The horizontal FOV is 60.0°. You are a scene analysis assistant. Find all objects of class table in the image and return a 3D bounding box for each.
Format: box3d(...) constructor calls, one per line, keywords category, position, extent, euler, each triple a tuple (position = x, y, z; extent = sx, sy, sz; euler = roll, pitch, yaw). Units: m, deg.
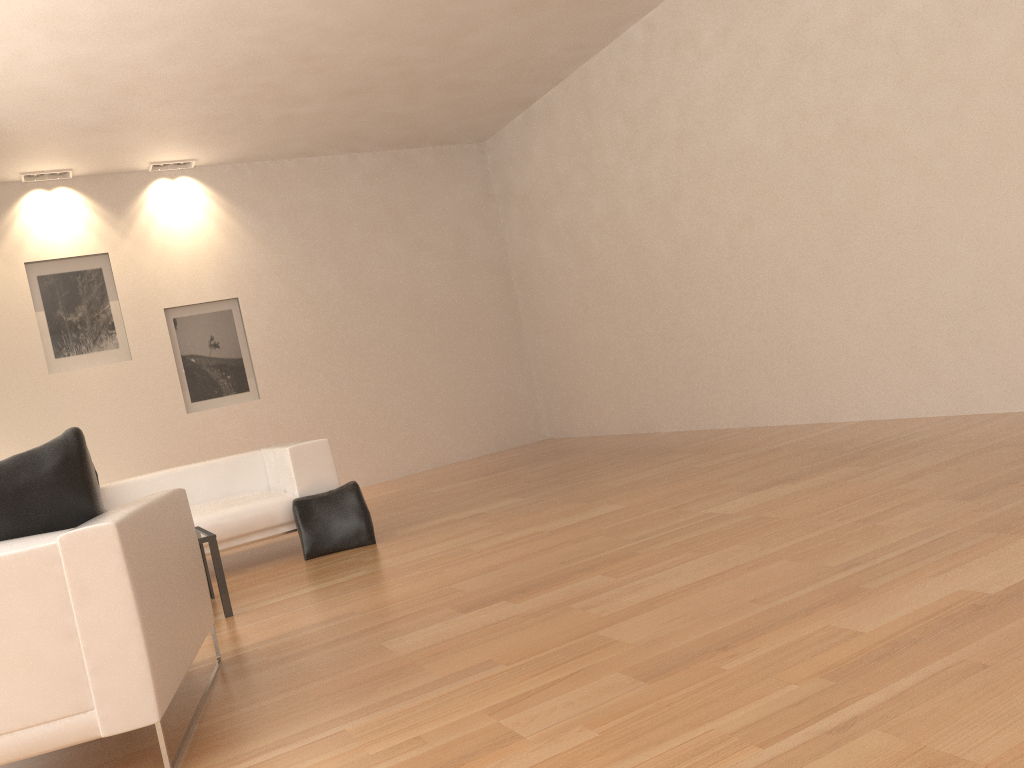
box3d(category="table", position=(-2.298, 1.174, 4.487), extent=(1.566, 0.460, 0.709), euler=(-13, 1, -27))

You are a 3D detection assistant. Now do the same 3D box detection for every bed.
box3d(category="bed", position=(-2.776, 1.071, 5.982), extent=(3.075, 0.761, 1.262), euler=(-13, 1, -27))

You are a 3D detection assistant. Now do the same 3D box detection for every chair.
box3d(category="chair", position=(-1.940, 0.935, 2.926), extent=(1.671, 0.761, 1.262), euler=(-12, 1, -12))

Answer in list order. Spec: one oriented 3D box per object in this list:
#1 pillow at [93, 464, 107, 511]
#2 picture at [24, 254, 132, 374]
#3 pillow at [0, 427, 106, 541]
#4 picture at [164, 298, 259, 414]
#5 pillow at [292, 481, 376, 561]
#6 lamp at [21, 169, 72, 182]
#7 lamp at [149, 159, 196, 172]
box3d(category="pillow", position=(-3.104, 0.821, 6.029), extent=(0.628, 0.524, 0.270), euler=(-13, 1, -43))
box3d(category="picture", position=(-4.334, -0.710, 8.878), extent=(0.802, 1.155, 0.005), euler=(-13, 1, -27))
box3d(category="pillow", position=(-1.528, 0.501, 2.878), extent=(0.506, 0.666, 0.324), euler=(-13, 1, -37))
box3d(category="picture", position=(-3.180, -0.303, 9.410), extent=(0.802, 1.155, 0.005), euler=(-13, 1, -27))
box3d(category="pillow", position=(-1.193, 0.918, 5.943), extent=(0.503, 0.457, 0.340), euler=(-12, 1, -8))
box3d(category="lamp", position=(-4.564, -2.109, 8.673), extent=(0.446, 0.166, 0.243), euler=(-13, 1, -27))
box3d(category="lamp", position=(-3.540, -2.338, 9.199), extent=(0.446, 0.166, 0.243), euler=(-13, 1, -27))
